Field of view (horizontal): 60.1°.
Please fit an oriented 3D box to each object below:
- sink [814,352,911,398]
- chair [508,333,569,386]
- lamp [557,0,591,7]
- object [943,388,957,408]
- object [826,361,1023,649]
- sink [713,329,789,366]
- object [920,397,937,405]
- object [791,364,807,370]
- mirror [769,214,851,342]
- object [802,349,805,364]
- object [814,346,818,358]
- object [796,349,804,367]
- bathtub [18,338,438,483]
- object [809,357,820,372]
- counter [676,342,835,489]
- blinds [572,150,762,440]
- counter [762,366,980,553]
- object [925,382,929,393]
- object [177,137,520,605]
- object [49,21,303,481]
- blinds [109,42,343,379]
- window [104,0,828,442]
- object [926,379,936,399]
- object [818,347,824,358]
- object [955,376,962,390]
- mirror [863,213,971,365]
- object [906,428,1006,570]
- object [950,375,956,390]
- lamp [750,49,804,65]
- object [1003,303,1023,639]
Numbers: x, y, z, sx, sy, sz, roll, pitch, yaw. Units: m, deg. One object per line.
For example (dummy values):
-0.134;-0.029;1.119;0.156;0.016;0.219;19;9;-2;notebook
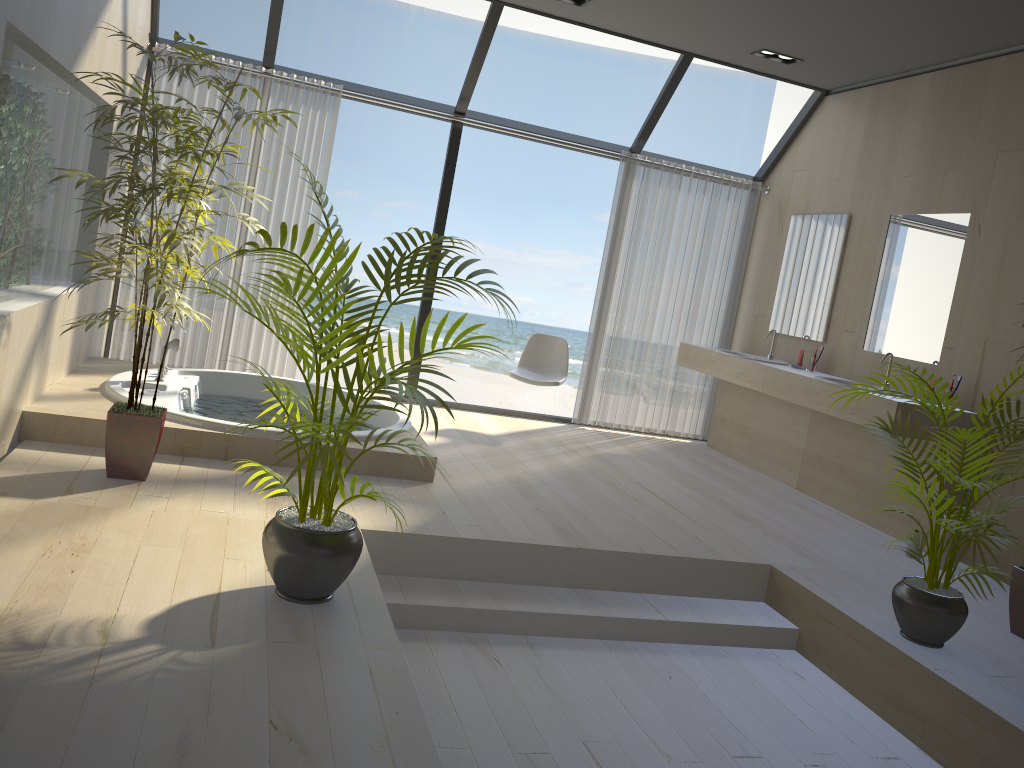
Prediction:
2.019;0.003;5.098;0.503;0.417;0.578;9;6;-14;sink
0.207;-0.168;6.217;0.370;0.346;0.455;11;6;11;chair
0.316;-2.380;5.325;0.300;0.111;0.165;8;6;-17;lamp
2.343;0.078;4.747;0.058;0.100;0.059;10;5;-7;object
1.571;0.372;3.240;0.919;1.152;0.752;12;5;16;object
1.686;-0.203;6.249;0.503;0.417;0.578;9;6;-14;sink
2.245;0.093;4.743;0.105;0.029;0.032;13;6;23;object
1.912;-0.113;5.894;0.105;0.029;0.032;13;6;23;object
2.086;-0.762;6.245;0.023;0.865;0.658;9;5;-17;mirror
1.981;-0.174;6.076;0.039;0.134;0.039;13;5;31;object
2.007;-0.168;5.868;0.012;0.177;0.050;12;4;22;object
1.944;-0.167;5.968;0.039;0.134;0.039;13;5;31;object
-1.459;0.163;4.812;1.816;0.695;1.660;8;7;-17;bathtub
2.011;-0.128;5.898;0.058;0.100;0.059;9;5;-10;object
1.648;0.203;6.322;0.549;0.787;1.214;9;6;-17;counter
1.191;-0.643;6.815;1.179;2.062;0.084;9;4;-17;blinds
1.981;0.409;5.171;0.549;0.787;1.214;9;6;-17;counter
2.314;0.033;4.924;0.039;0.134;0.039;12;4;24;object
-0.473;-0.018;2.690;1.061;1.340;0.880;8;6;-29;object
-1.447;-0.498;3.489;0.788;1.749;0.938;11;5;8;object
-1.884;-1.079;5.869;1.179;2.062;0.084;9;4;-17;blinds
-0.224;-1.162;6.138;4.548;2.802;0.750;8;4;-17;window
2.277;0.040;4.817;0.039;0.134;0.039;12;4;24;object
2.033;-0.165;5.893;0.054;0.174;0.012;11;4;8;object
2.366;0.041;4.741;0.054;0.174;0.012;11;4;8;object
2.398;-0.581;5.264;0.023;0.865;0.658;9;5;-17;mirror
2.290;0.567;4.502;0.405;0.746;0.276;8;5;-29;object
2.339;0.038;4.716;0.012;0.177;0.050;12;4;22;object
1.734;-2.179;5.762;0.300;0.111;0.165;8;6;-17;lamp
2.318;0.185;3.478;0.788;1.749;0.938;11;5;8;object
